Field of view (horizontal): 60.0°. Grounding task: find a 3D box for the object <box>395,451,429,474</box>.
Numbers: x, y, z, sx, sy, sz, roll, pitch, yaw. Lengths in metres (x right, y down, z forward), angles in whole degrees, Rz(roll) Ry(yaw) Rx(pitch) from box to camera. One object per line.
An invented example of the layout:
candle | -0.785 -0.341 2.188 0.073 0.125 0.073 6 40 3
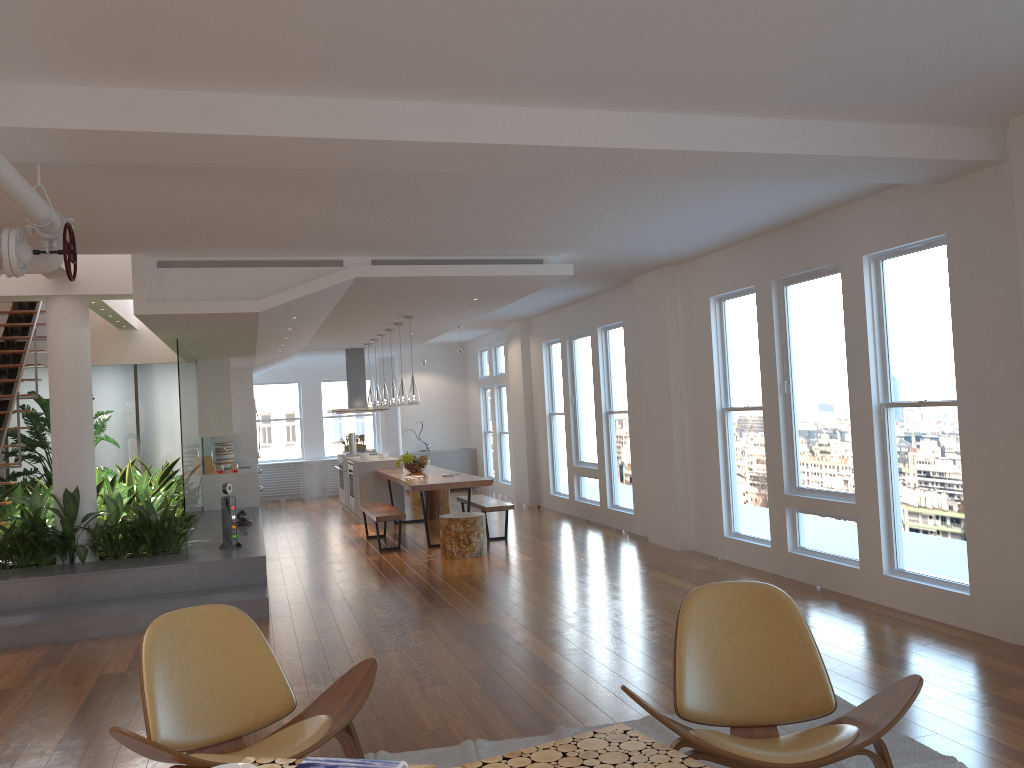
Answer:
object | -1.235 0.973 11.114 0.292 0.284 0.394 -4 -2 38

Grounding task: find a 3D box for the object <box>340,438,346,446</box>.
object | -2.741 1.013 14.603 0.199 0.259 0.016 -3 -2 -6

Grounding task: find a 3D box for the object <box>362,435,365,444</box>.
object | -2.464 0.984 14.689 0.057 0.294 0.030 -3 -2 -17

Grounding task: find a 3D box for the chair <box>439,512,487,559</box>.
chair | -0.489 1.510 8.868 0.460 0.400 0.460 -3 -2 -7

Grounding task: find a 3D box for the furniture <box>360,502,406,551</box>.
furniture | -1.461 1.602 9.974 0.316 0.389 1.433 -3 -2 -17

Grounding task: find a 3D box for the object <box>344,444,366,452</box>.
object | -2.587 1.068 14.638 0.353 0.157 0.084 -3 -2 -17

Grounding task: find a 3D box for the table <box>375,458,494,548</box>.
table | -1.443 1.497 12.076 0.893 0.704 5.996 -3 -2 -17

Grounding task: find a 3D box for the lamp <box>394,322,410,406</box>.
lamp | -1.317 -0.268 10.543 0.160 1.060 0.160 -3 -2 10

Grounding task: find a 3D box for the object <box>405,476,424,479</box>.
object | -1.113 1.066 10.114 0.222 0.020 0.222 -4 -2 24

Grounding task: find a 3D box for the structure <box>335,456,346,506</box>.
structure | -2.459 1.519 14.179 0.649 0.735 0.890 -3 -2 -17

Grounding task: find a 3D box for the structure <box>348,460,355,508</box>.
structure | -2.299 1.429 12.757 0.072 0.648 0.644 -3 -2 -17

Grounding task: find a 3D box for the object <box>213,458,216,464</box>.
object | -4.319 1.134 13.248 0.265 0.196 0.284 -4 -2 26

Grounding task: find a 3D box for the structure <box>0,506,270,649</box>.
structure | -4.060 1.725 8.757 3.088 0.386 5.584 -3 -2 -17

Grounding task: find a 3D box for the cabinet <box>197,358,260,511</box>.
cabinet | -4.207 0.908 13.358 0.676 2.280 4.565 -3 -2 -17

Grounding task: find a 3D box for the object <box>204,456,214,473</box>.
object | -3.965 1.054 11.598 0.104 0.222 0.200 -3 -2 -16

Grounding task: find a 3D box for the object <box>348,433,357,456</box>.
object | -2.460 0.939 13.738 0.120 0.356 0.172 -4 -2 32

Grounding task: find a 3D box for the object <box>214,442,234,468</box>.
object | -4.182 1.034 12.890 0.267 0.356 0.266 -3 -2 9

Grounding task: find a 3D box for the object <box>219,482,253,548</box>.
object | -2.386 1.133 7.669 0.318 0.565 0.134 -4 -2 20

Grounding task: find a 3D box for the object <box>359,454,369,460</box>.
object | -2.060 1.018 12.374 0.152 0.082 0.152 -4 -2 23

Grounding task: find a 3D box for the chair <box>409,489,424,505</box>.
chair | -1.450 1.692 14.243 0.344 0.430 0.549 -3 -2 -13

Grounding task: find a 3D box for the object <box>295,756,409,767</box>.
object | -0.437 0.985 2.119 0.279 0.048 0.334 -4 -2 14

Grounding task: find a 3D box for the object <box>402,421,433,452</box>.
object | -1.709 0.959 16.199 0.210 0.563 0.590 -5 -2 45

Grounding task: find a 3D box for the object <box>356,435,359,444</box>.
object | -2.555 0.987 14.641 0.057 0.299 0.019 -3 -2 -17

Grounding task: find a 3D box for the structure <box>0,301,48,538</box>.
structure | -4.563 -0.320 9.387 2.552 4.265 4.591 -3 -2 -17

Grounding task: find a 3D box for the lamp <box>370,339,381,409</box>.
lamp | -1.931 -0.179 12.622 0.160 1.060 0.160 -3 -2 10

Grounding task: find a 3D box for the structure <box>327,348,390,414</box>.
structure | -2.507 -0.237 14.224 0.909 1.405 0.900 -3 -2 -17

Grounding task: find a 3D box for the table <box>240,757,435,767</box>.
table | -0.512 1.281 2.151 0.548 0.534 0.489 -3 -2 14

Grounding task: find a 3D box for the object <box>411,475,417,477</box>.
object | -1.114 1.060 10.114 0.079 0.030 0.070 -4 -2 37

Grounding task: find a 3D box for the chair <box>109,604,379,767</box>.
chair | -0.892 1.219 3.142 0.856 0.752 0.867 -3 -2 -11

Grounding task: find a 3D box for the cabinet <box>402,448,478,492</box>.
cabinet | -1.318 1.587 16.333 1.309 0.725 0.420 -3 -2 -17

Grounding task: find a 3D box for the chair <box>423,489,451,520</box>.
chair | -1.021 1.604 12.062 0.396 0.455 0.402 -2 -2 -27

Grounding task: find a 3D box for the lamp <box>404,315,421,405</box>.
lamp | -1.112 -0.298 9.850 0.160 1.060 0.160 -3 -2 10

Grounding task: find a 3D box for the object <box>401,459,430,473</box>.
object | -1.203 1.034 11.106 0.360 0.159 0.360 -4 -2 37

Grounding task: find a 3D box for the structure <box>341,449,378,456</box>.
structure | -2.445 1.093 14.214 0.520 0.073 0.650 -3 -2 -17

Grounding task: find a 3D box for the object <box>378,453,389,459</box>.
object | -1.786 1.001 12.326 0.152 0.082 0.152 -4 -2 34

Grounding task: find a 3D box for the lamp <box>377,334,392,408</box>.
lamp | -1.727 -0.209 11.929 0.160 1.060 0.160 -3 -2 10

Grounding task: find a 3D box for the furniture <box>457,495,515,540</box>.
furniture | -0.318 1.549 10.314 0.316 0.389 1.433 -3 -2 -17

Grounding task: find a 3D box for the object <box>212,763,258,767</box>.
object | -0.685 0.983 2.133 0.152 0.082 0.152 -4 -2 34

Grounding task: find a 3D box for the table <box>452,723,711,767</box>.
table | 0.205 1.244 2.210 0.548 0.534 0.489 -2 -2 -28

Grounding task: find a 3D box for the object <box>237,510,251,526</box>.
object | -2.846 1.404 9.313 0.181 0.155 0.216 -4 -2 38

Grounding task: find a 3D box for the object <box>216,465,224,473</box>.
object | -3.750 1.090 11.377 0.094 0.106 0.094 -3 -2 -11

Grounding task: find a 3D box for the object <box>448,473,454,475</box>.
object | -0.696 1.039 10.189 0.079 0.030 0.070 -4 -2 27

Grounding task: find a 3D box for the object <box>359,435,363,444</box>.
object | -2.494 0.985 14.661 0.068 0.298 0.039 -3 -2 -17

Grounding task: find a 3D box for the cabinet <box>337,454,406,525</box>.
cabinet | -2.162 1.506 13.320 0.597 0.832 2.936 -3 -2 -17

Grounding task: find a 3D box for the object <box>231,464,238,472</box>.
object | -3.563 1.080 11.384 0.094 0.106 0.094 -3 -2 -11

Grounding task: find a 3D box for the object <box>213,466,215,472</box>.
object | -4.021 1.089 11.839 0.100 0.170 0.173 -3 -2 -15

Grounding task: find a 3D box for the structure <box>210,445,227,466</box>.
structure | -4.075 1.110 12.340 0.248 0.536 0.115 -3 -2 -16

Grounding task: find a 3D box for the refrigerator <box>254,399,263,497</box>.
refrigerator | -4.353 1.151 14.080 0.725 1.772 0.908 -3 -2 -17

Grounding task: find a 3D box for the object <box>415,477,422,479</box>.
object | -1.088 1.064 9.981 0.149 0.014 0.044 -3 -2 -18

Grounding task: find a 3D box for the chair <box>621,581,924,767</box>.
chair | 0.892 1.116 2.925 0.856 0.752 0.867 -4 -2 34

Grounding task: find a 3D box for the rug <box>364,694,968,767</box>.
rug | 0.174 1.469 2.166 3.525 0.057 3.478 -3 -2 -12

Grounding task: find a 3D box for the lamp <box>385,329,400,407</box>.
lamp | -1.522 -0.239 11.236 0.160 1.060 0.160 -3 -2 10

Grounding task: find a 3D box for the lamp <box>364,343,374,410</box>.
lamp | -2.136 -0.149 13.314 0.160 1.060 0.160 -3 -2 10

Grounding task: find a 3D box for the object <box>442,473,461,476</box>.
object | -0.696 1.045 10.188 0.222 0.020 0.222 -2 -2 -25

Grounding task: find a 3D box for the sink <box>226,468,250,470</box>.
sink | -3.870 1.296 12.363 0.449 0.192 0.666 -3 -2 -17

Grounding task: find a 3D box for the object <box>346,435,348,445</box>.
object | -2.708 0.994 14.616 0.055 0.299 0.027 -3 -2 -17
